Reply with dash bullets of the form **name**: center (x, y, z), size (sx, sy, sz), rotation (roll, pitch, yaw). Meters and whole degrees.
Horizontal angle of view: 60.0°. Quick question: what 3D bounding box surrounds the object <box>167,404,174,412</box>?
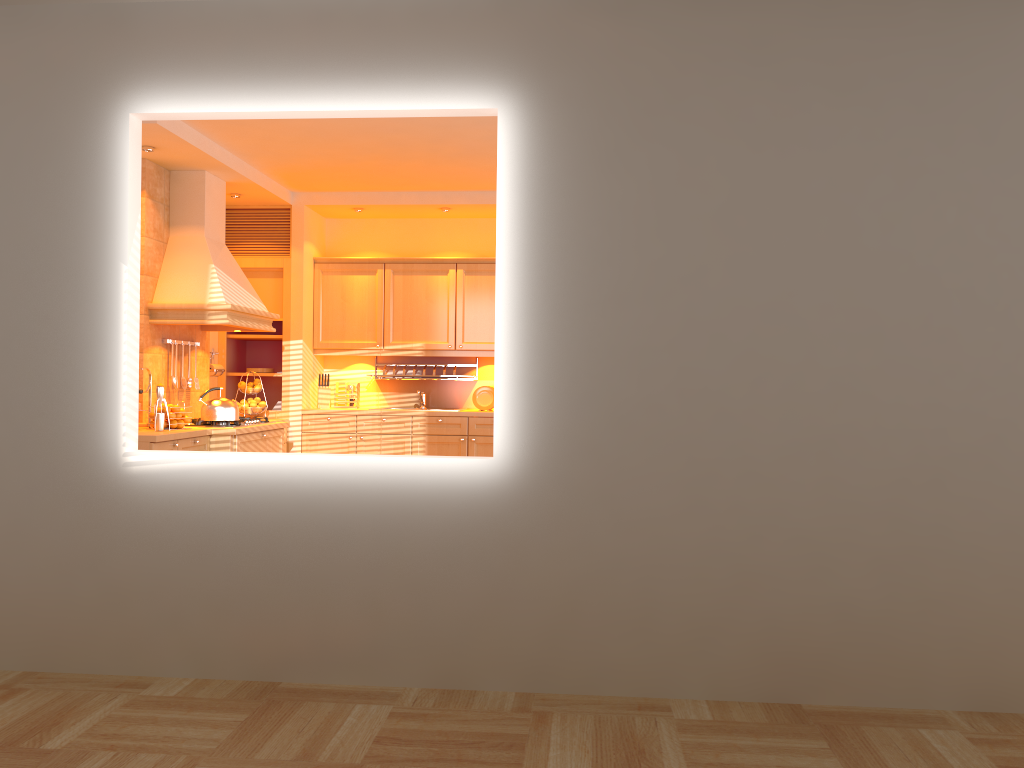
- **object**: center (-2.126, 0.151, 5.514), size (0.063, 0.053, 0.051), rotation (1, 0, -34)

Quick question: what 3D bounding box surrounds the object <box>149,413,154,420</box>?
- **object**: center (-2.210, 0.198, 5.479), size (0.060, 0.055, 0.053), rotation (1, 0, 8)

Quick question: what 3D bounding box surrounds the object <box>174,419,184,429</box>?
- **object**: center (-2.077, 0.251, 5.519), size (0.074, 0.063, 0.064), rotation (1, 0, -15)

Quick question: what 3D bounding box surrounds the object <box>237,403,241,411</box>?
- **object**: center (-2.140, 0.180, 6.945), size (0.056, 0.057, 0.053), rotation (1, 0, -18)

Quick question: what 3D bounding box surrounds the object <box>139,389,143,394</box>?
- **object**: center (-2.376, 0.023, 5.374), size (0.282, 0.095, 0.076), rotation (1, 0, 5)

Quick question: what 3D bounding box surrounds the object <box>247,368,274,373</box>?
- **object**: center (-2.076, -0.109, 7.321), size (0.222, 0.039, 0.222), rotation (1, 0, 22)

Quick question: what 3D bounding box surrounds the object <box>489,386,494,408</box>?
- **object**: center (-0.220, 0.115, 7.274), size (0.205, 0.200, 0.049), rotation (1, 0, 6)

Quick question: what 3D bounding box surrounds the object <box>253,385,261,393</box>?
- **object**: center (-2.013, 0.038, 7.008), size (0.063, 0.063, 0.064), rotation (1, 0, 22)

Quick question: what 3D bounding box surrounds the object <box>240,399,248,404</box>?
- **object**: center (-2.106, 0.149, 6.964), size (0.056, 0.058, 0.055), rotation (1, 0, 41)

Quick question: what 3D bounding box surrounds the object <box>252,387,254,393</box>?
- **object**: center (-2.060, 0.044, 7.050), size (0.058, 0.059, 0.058), rotation (1, 0, 36)

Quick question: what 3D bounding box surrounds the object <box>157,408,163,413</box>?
- **object**: center (-2.170, 0.170, 5.464), size (0.063, 0.051, 0.053), rotation (1, 0, 10)

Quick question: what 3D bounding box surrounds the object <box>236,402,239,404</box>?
- **object**: center (-2.175, 0.167, 7.031), size (0.044, 0.047, 0.046), rotation (1, 0, 26)

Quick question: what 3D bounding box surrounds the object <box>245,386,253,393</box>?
- **object**: center (-2.069, 0.045, 6.973), size (0.064, 0.058, 0.063), rotation (1, 0, -29)

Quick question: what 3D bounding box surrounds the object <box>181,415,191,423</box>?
- **object**: center (-2.050, 0.224, 5.568), size (0.061, 0.054, 0.052), rotation (1, 0, 32)

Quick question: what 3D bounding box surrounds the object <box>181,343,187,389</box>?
- **object**: center (-2.274, -0.122, 6.149), size (0.017, 0.320, 0.090), rotation (1, 0, 5)

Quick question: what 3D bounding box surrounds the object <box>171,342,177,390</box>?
- **object**: center (-2.282, -0.120, 5.989), size (0.028, 0.323, 0.055), rotation (1, 0, 5)

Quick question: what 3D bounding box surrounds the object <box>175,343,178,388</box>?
- **object**: center (-2.287, -0.122, 6.048), size (0.006, 0.319, 0.028), rotation (1, 0, 5)

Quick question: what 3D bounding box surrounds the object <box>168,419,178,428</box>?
- **object**: center (-2.087, 0.245, 5.458), size (0.052, 0.057, 0.060), rotation (1, 0, -33)

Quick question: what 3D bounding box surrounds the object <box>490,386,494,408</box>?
- **object**: center (-0.212, 0.115, 7.329), size (0.205, 0.200, 0.049), rotation (1, 0, 6)

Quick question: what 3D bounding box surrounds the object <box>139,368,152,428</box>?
- **object**: center (-2.389, 0.088, 5.316), size (0.221, 0.379, 0.572), rotation (1, 0, 5)

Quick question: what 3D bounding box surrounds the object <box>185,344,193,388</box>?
- **object**: center (-2.283, -0.128, 6.246), size (0.037, 0.309, 0.077), rotation (1, 0, 4)

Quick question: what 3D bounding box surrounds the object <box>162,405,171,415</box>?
- **object**: center (-2.120, 0.158, 5.446), size (0.052, 0.060, 0.057), rotation (1, 0, 43)

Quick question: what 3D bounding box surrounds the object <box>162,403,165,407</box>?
- **object**: center (-2.184, 0.152, 5.564), size (0.059, 0.060, 0.050), rotation (1, 0, -36)

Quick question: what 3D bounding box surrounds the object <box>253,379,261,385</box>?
- **object**: center (-2.018, -0.014, 7.020), size (0.055, 0.059, 0.058), rotation (1, 0, -39)

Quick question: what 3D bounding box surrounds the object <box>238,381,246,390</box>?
- **object**: center (-2.120, 0.012, 6.969), size (0.063, 0.064, 0.061), rotation (1, 0, 14)

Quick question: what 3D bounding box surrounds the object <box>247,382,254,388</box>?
- **object**: center (-2.069, 0.009, 7.019), size (0.051, 0.051, 0.050), rotation (1, 0, 29)

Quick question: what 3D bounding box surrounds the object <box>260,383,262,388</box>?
- **object**: center (-2.015, 0.015, 7.062), size (0.057, 0.060, 0.058), rotation (1, 0, 26)

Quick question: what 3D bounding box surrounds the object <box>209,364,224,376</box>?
- **object**: center (-2.331, -0.109, 6.934), size (0.096, 0.094, 0.186), rotation (1, 0, 5)

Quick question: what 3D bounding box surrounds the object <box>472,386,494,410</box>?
- **object**: center (-0.223, 0.115, 7.246), size (0.205, 0.200, 0.049), rotation (1, 0, 6)

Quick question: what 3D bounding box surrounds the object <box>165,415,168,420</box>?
- **object**: center (-2.132, 0.196, 5.481), size (0.051, 0.053, 0.064), rotation (1, 0, -32)

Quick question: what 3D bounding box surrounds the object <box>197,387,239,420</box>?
- **object**: center (-1.931, 0.127, 5.867), size (0.242, 0.215, 0.251), rotation (1, 0, -8)

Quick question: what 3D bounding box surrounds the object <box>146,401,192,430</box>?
- **object**: center (-2.132, 0.194, 5.523), size (0.189, 0.174, 0.207), rotation (1, 0, 20)

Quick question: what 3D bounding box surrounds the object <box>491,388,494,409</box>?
- **object**: center (-0.216, 0.115, 7.301), size (0.205, 0.200, 0.049), rotation (1, 0, 6)

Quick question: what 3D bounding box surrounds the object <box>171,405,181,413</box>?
- **object**: center (-2.078, 0.155, 5.479), size (0.053, 0.051, 0.063), rotation (1, 0, 12)

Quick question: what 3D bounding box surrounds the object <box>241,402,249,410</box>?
- **object**: center (-2.081, 0.174, 6.914), size (0.063, 0.063, 0.063), rotation (1, 0, 16)

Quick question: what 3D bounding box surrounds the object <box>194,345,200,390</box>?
- **object**: center (-2.255, -0.121, 6.349), size (0.020, 0.323, 0.061), rotation (1, 0, 5)

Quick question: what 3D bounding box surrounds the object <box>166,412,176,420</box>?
- **object**: center (-2.092, 0.198, 5.439), size (0.053, 0.051, 0.063), rotation (1, 0, 24)

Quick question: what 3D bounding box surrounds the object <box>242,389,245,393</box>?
- **object**: center (-2.110, 0.043, 7.016), size (0.057, 0.056, 0.051), rotation (1, 0, -35)

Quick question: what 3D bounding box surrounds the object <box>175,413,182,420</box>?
- **object**: center (-2.079, 0.200, 5.500), size (0.062, 0.053, 0.052), rotation (1, 0, 27)

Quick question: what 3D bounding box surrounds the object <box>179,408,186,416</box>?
- **object**: center (-2.071, 0.178, 5.553), size (0.053, 0.052, 0.061), rotation (1, 0, -22)
